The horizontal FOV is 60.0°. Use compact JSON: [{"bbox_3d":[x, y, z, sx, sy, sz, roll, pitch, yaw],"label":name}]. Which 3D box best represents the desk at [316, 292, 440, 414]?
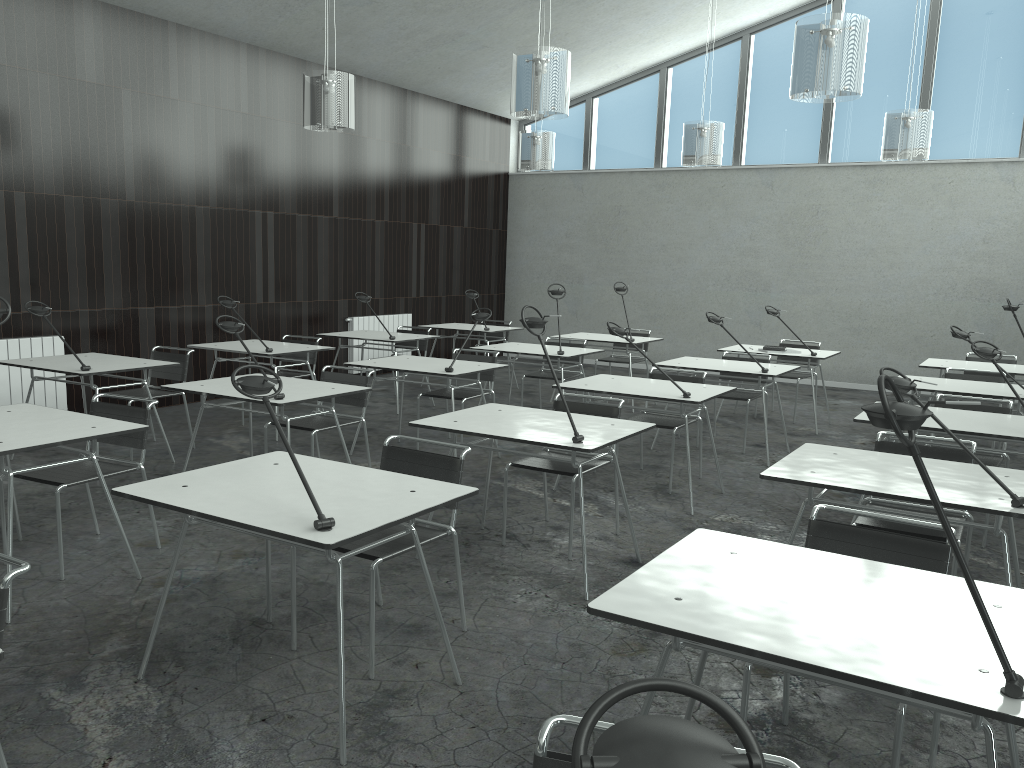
[{"bbox_3d":[-1.221,-0.354,8.116,0.900,1.153,0.700,7,10,29],"label":"desk"}]

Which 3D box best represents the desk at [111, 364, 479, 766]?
[{"bbox_3d":[-0.668,0.505,2.789,0.900,1.153,0.700,7,10,31],"label":"desk"}]

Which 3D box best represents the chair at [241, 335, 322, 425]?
[{"bbox_3d":[-1.849,-0.029,7.164,0.428,0.765,0.555,6,10,27],"label":"chair"}]

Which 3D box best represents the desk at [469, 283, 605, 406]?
[{"bbox_3d":[0.209,-0.262,7.282,0.900,1.321,0.700,7,10,30],"label":"desk"}]

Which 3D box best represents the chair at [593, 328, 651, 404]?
[{"bbox_3d":[1.119,-0.217,8.948,0.428,0.765,0.555,7,10,29],"label":"chair"}]

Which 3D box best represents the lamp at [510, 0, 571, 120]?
[{"bbox_3d":[0.202,-2.947,5.195,0.350,2.307,0.359,7,10,30],"label":"lamp"}]

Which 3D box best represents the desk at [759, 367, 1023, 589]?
[{"bbox_3d":[1.431,0.503,3.219,0.900,1.153,0.700,7,10,31],"label":"desk"}]

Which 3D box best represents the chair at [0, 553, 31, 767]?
[{"bbox_3d":[-1.349,0.826,1.850,0.428,0.765,0.555,7,10,30],"label":"chair"}]

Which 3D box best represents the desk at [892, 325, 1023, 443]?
[{"bbox_3d":[2.920,0.158,5.708,0.900,1.153,0.700,7,10,30],"label":"desk"}]

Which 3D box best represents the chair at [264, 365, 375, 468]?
[{"bbox_3d":[-1.124,0.298,5.235,0.428,0.765,0.555,7,10,30],"label":"chair"}]

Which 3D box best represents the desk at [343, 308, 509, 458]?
[{"bbox_3d":[-0.583,-0.010,6.065,0.900,1.153,0.700,7,10,29],"label":"desk"}]

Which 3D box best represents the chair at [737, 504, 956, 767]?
[{"bbox_3d":[0.889,0.818,2.347,0.428,0.765,0.555,8,11,34],"label":"chair"}]

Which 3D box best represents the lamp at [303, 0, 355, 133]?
[{"bbox_3d":[-1.255,-2.858,6.087,0.350,1.761,0.359,7,10,30],"label":"lamp"}]

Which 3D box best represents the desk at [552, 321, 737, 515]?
[{"bbox_3d":[0.788,0.157,5.283,0.900,1.153,0.700,7,10,30],"label":"desk"}]

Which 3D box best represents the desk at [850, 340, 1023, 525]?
[{"bbox_3d":[2.228,0.337,4.432,0.900,1.153,0.700,7,10,30],"label":"desk"}]

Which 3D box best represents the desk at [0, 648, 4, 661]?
[{"bbox_3d":[-1.484,0.673,1.561,0.900,1.153,0.700,7,10,30],"label":"desk"}]

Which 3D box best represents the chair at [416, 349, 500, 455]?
[{"bbox_3d":[-0.383,0.129,6.458,0.428,0.765,0.555,6,10,26],"label":"chair"}]

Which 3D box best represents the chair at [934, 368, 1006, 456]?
[{"bbox_3d":[3.130,0.298,6.095,0.428,0.765,0.555,7,10,30],"label":"chair"}]

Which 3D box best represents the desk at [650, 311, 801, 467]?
[{"bbox_3d":[1.571,-0.013,6.516,0.900,1.153,0.700,7,10,31],"label":"desk"}]

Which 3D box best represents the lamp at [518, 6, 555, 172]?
[{"bbox_3d":[0.261,-3.206,8.597,0.350,1.761,0.359,7,10,30],"label":"lamp"}]

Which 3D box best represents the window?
[{"bbox_3d":[3.228,-4.349,10.332,7.052,3.041,0.010,7,10,30],"label":"window"}]

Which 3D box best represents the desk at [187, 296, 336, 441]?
[{"bbox_3d":[-1.941,-0.183,6.889,0.900,1.153,0.700,7,10,30],"label":"desk"}]

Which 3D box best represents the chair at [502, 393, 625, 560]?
[{"bbox_3d":[0.264,0.477,4.380,0.428,0.765,0.555,7,10,30],"label":"chair"}]

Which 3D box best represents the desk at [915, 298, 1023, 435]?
[{"bbox_3d":[3.699,-0.094,6.924,0.900,1.321,0.700,7,10,30],"label":"desk"}]

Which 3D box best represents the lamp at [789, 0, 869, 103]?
[{"bbox_3d":[1.645,-3.036,4.311,0.350,2.848,0.359,7,10,30],"label":"lamp"}]

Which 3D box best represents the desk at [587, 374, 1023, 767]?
[{"bbox_3d":[0.718,0.594,1.964,0.900,1.321,0.700,7,10,31],"label":"desk"}]

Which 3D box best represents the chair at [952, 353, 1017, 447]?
[{"bbox_3d":[3.906,0.128,7.324,0.428,0.765,0.555,7,10,30],"label":"chair"}]

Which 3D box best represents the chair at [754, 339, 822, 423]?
[{"bbox_3d":[2.534,-0.042,8.126,0.428,0.765,0.555,9,11,37],"label":"chair"}]

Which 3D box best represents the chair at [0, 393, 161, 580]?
[{"bbox_3d":[-1.905,0.476,3.954,0.428,0.765,0.555,6,10,26],"label":"chair"}]

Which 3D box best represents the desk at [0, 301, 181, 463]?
[{"bbox_3d":[-2.698,-0.013,5.659,0.900,1.153,0.700,7,10,29],"label":"desk"}]

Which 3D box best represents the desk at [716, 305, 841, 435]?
[{"bbox_3d":[2.323,-0.182,7.740,0.900,1.153,0.700,7,10,30],"label":"desk"}]

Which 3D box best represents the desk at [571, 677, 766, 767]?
[{"bbox_3d":[-0.030,0.849,0.739,0.900,1.153,0.700,7,10,30],"label":"desk"}]

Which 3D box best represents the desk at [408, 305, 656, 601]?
[{"bbox_3d":[0.099,0.254,3.994,0.900,1.321,0.700,7,10,30],"label":"desk"}]

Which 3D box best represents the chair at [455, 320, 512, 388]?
[{"bbox_3d":[-0.299,-0.372,9.648,0.428,0.765,0.555,7,10,30],"label":"chair"}]

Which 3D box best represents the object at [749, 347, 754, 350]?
[{"bbox_3d":[2.100,-0.345,7.776,0.008,0.010,0.159,2,9,2],"label":"object"}]

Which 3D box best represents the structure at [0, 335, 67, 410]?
[{"bbox_3d":[-3.763,-0.009,6.410,0.079,0.688,1.129,7,10,30],"label":"structure"}]

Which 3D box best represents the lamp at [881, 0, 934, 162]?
[{"bbox_3d":[3.160,-3.384,6.821,0.350,2.848,0.359,7,10,30],"label":"lamp"}]

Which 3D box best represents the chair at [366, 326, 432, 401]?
[{"bbox_3d":[-1.069,-0.207,8.446,0.428,0.765,0.555,7,10,29],"label":"chair"}]

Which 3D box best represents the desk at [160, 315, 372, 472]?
[{"bbox_3d":[-1.333,0.159,4.848,0.900,1.153,0.700,7,10,30],"label":"desk"}]

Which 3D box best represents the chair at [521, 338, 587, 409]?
[{"bbox_3d":[0.364,-0.031,7.621,0.428,0.765,0.555,6,10,24],"label":"chair"}]

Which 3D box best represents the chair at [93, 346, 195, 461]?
[{"bbox_3d":[-2.494,0.126,6.050,0.428,0.765,0.555,7,10,29],"label":"chair"}]

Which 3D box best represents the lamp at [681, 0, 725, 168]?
[{"bbox_3d":[1.718,-3.295,7.704,0.350,2.307,0.359,7,10,30],"label":"lamp"}]

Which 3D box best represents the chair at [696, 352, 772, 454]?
[{"bbox_3d":[1.709,0.141,6.804,0.428,0.765,0.555,7,10,31],"label":"chair"}]

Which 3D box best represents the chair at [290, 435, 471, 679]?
[{"bbox_3d":[-0.455,0.645,3.174,0.428,0.765,0.555,8,11,32],"label":"chair"}]

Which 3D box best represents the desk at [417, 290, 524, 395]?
[{"bbox_3d":[-0.434,-0.525,9.359,0.900,1.153,0.700,7,10,30],"label":"desk"}]

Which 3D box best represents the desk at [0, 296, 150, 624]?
[{"bbox_3d":[-2.061,0.245,3.614,0.900,1.321,0.700,7,10,30],"label":"desk"}]

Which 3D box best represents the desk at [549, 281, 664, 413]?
[{"bbox_3d":[0.912,-0.439,8.548,0.900,1.321,0.700,7,10,30],"label":"desk"}]

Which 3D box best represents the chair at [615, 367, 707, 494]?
[{"bbox_3d":[0.947,0.305,5.609,0.428,0.765,0.555,7,10,30],"label":"chair"}]

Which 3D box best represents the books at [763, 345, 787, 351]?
[{"bbox_3d":[2.249,-0.339,7.578,0.183,0.032,0.164,6,10,23],"label":"books"}]

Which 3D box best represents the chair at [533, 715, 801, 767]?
[{"bbox_3d":[0.135,0.989,1.113,0.428,0.765,0.555,5,9,18],"label":"chair"}]

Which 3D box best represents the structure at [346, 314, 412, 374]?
[{"bbox_3d":[-1.513,-0.526,10.137,0.079,0.688,1.129,7,10,30],"label":"structure"}]

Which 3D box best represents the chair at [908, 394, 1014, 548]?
[{"bbox_3d":[2.396,0.488,4.739,0.428,0.765,0.555,8,11,34],"label":"chair"}]

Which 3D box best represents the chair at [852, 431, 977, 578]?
[{"bbox_3d":[1.592,0.652,3.544,0.428,0.765,0.555,7,10,29],"label":"chair"}]

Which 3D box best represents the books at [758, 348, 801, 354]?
[{"bbox_3d":[2.292,-0.315,7.597,0.297,0.021,0.210,1,9,-6],"label":"books"}]
